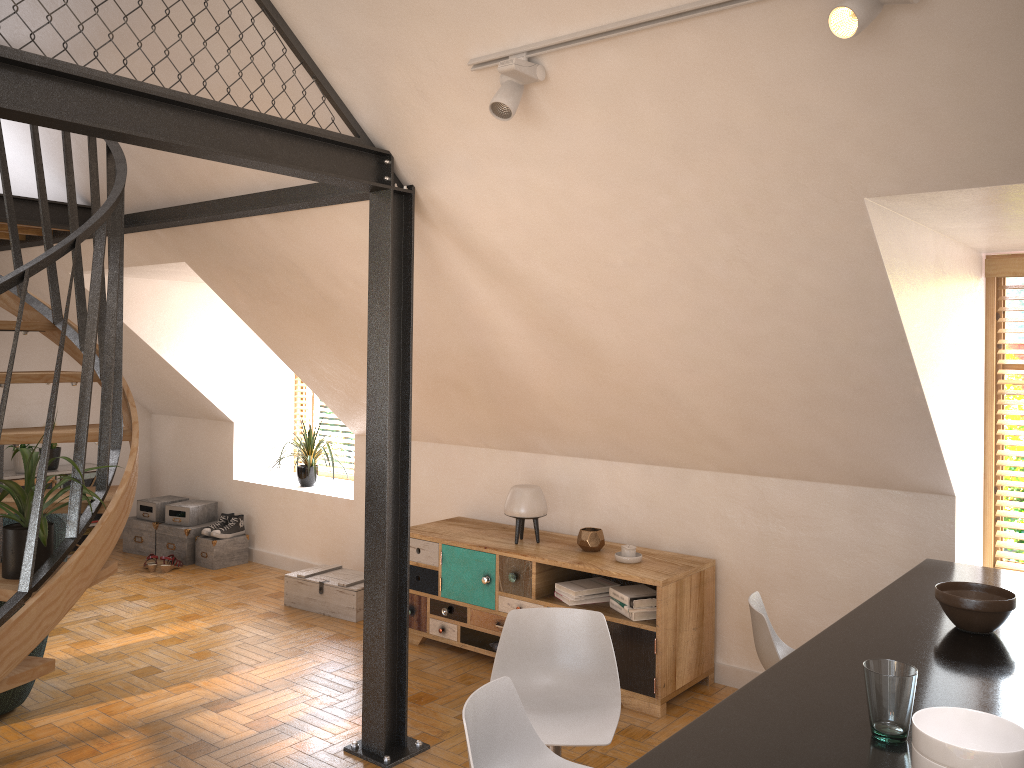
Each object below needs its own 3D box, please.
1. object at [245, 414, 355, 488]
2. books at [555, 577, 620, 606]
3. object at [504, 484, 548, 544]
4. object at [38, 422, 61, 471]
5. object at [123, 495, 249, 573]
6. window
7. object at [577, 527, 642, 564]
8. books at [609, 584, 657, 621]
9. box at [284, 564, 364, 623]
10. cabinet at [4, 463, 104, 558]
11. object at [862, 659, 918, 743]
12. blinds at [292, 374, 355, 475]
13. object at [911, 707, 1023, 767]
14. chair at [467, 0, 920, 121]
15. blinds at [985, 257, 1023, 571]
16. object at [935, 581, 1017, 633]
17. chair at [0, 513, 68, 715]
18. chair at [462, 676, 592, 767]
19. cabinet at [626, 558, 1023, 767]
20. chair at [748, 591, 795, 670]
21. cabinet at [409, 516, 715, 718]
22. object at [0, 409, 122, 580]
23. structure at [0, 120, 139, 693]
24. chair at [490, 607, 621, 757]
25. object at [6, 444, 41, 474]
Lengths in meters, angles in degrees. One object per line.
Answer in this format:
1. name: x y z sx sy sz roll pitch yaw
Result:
1. object: -1.583 0.500 6.939 1.017 0.584 0.922 0 2 -34
2. books: 0.391 1.073 4.586 0.306 0.073 0.211 0 2 -27
3. object: 0.076 0.720 4.895 0.240 0.313 0.241 0 1 -42
4. object: -3.674 0.482 7.040 0.169 0.401 0.168 1 0 -1
5. object: -2.712 1.177 7.056 1.156 0.429 0.696 2 2 38
6. window: -1.464 -0.627 1.950 7.787 4.466 8.630 2 2 38
7. object: 0.503 0.835 4.603 0.148 0.114 0.426 0 2 -36
8. books: 0.619 1.070 4.348 0.221 0.101 0.278 0 2 -15
9. box: -1.136 1.350 5.784 0.642 0.218 0.376 2 2 33
10. cabinet: -3.696 1.029 7.059 0.379 0.696 0.834 1 1 38
11. object: 0.764 0.644 1.794 0.103 0.141 0.103 1 1 28
12. blinds: -1.342 -0.019 7.189 1.431 1.485 0.070 1 0 38
13. object: 0.770 0.651 1.488 0.181 0.147 0.181 2 1 36
14. chair: -0.009 0.309 0.467 3.491 2.686 4.019 2 2 39
15. blinds: 2.862 0.160 3.869 1.431 1.485 0.070 1 0 38
16. object: 1.315 0.641 2.518 0.206 0.106 0.206 1 2 7
17. chair: -2.571 1.026 4.096 0.897 0.964 0.901 1 1 24
18. chair: 0.101 1.181 2.053 0.430 0.866 0.404 1 0 19
19. cabinet: 1.225 1.058 2.130 1.000 1.135 2.437 1 2 38
20. chair: 0.992 1.161 2.908 0.430 0.866 0.404 1 0 12
21. cabinet: 0.165 1.194 4.852 1.759 0.634 0.596 2 2 38
22. object: -1.722 0.372 3.107 0.457 0.591 0.528 1 1 26
23. structure: -2.306 -0.348 3.377 1.627 3.819 2.249 1 0 -37
24. chair: 0.119 1.160 2.635 0.404 0.871 0.430 1 0 6
25. object: -3.786 0.523 6.859 0.214 0.330 0.233 1 1 44
